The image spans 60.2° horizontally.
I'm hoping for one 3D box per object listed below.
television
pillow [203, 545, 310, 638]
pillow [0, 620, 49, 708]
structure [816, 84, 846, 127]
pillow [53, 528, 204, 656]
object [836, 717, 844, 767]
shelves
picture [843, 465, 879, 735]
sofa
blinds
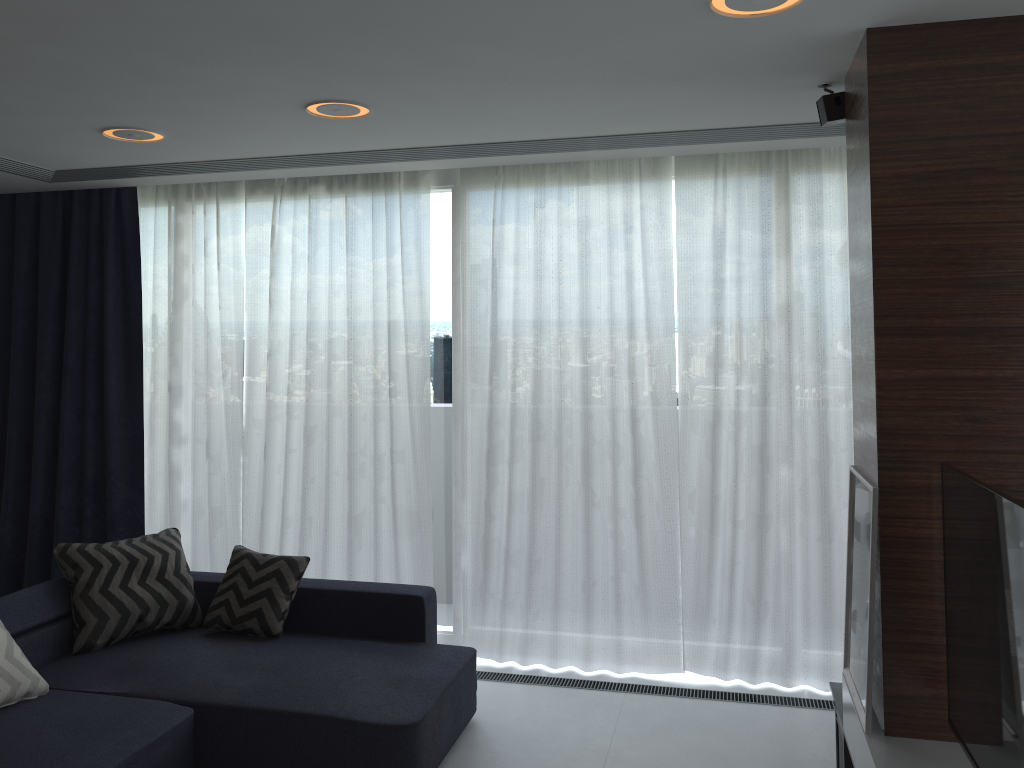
[{"bbox_3d":[1.060,0.636,1.801,0.297,0.788,1.229,-1,1,14],"label":"television"},{"bbox_3d":[-1.187,0.960,4.095,0.415,0.346,0.286,0,-1,19],"label":"pillow"},{"bbox_3d":[-1.977,0.995,3.171,0.342,0.389,0.494,0,0,14],"label":"pillow"},{"bbox_3d":[1.160,-1.004,3.177,0.114,0.143,0.084,0,-1,4],"label":"structure"},{"bbox_3d":[-1.757,0.975,4.072,0.355,0.520,0.597,-1,-1,44],"label":"pillow"},{"bbox_3d":[1.281,1.336,3.082,0.254,0.252,0.213,0,-1,14],"label":"object"},{"bbox_3d":[1.372,1.264,2.169,0.872,0.500,2.348,0,2,14],"label":"shelves"},{"bbox_3d":[1.089,0.639,2.771,0.053,0.703,0.499,-1,-1,14],"label":"picture"},{"bbox_3d":[-1.359,1.200,2.909,1.898,0.609,2.871,0,2,14],"label":"sofa"},{"bbox_3d":[-1.004,0.150,2.073,7.132,2.780,5.796,0,1,17],"label":"blinds"}]
